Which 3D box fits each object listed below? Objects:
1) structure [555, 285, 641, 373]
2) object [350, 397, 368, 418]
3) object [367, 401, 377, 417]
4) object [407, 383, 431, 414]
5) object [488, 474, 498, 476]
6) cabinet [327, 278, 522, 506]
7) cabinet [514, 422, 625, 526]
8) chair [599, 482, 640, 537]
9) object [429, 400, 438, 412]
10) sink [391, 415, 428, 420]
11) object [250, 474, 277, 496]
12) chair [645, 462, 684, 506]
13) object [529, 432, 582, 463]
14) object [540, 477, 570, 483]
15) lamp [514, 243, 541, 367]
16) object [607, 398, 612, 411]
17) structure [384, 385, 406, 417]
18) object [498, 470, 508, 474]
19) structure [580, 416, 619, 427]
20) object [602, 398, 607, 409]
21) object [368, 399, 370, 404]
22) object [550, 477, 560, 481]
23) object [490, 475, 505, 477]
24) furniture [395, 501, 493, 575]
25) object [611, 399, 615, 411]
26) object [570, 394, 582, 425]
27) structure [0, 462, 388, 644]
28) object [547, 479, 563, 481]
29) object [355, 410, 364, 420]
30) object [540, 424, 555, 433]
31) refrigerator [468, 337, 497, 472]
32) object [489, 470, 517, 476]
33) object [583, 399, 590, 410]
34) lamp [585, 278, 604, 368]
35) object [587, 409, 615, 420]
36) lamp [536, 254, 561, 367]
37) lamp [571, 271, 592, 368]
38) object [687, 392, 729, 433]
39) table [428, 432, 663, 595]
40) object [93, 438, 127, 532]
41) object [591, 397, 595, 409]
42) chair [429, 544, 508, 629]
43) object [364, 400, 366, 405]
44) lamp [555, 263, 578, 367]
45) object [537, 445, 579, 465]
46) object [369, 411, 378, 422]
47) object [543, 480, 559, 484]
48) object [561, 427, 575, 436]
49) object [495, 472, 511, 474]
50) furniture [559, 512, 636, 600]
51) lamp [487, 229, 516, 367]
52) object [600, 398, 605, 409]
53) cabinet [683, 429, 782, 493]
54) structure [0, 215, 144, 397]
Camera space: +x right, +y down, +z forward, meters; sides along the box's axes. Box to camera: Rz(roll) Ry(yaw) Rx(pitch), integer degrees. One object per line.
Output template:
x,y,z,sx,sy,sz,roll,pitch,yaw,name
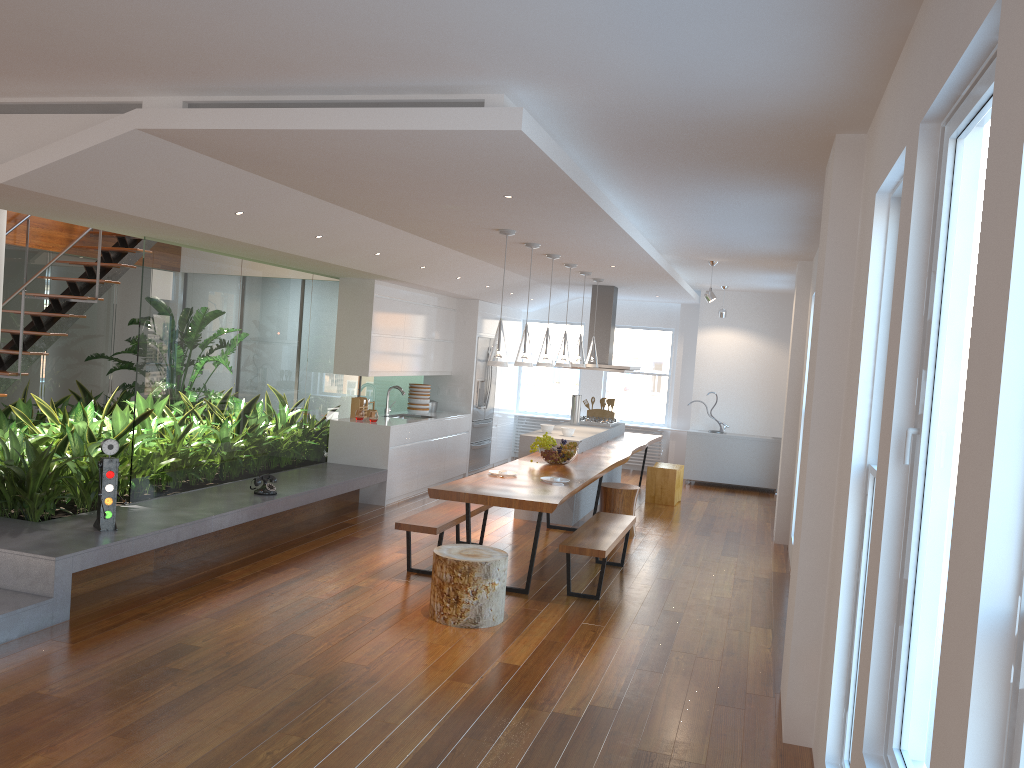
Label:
1.121,-0.872,10.893,0.909,1.405,0.900,5,2,16,structure
-1.650,0.255,9.575,0.104,0.222,0.200,5,2,16,object
-1.570,0.278,9.811,0.100,0.170,0.173,5,2,18,object
-1.131,0.182,10.777,0.267,0.356,0.266,6,3,42,object
-0.110,0.695,6.715,0.164,0.006,0.017,5,2,21,object
-0.886,0.044,11.172,0.676,2.280,4.565,5,2,16,cabinet
0.738,0.918,10.105,0.597,0.832,2.936,5,2,16,cabinet
1.002,1.196,8.448,0.396,0.455,0.402,4,2,6,chair
-1.063,0.255,11.160,0.284,0.196,0.265,3,3,-32,object
-1.182,0.494,10.190,0.449,0.192,0.666,5,2,16,sink
-1.985,0.799,7.087,0.216,0.155,0.181,4,2,-19,object
1.811,1.183,10.520,0.344,0.430,0.549,5,2,20,chair
0.378,0.559,7.707,0.394,0.284,0.292,3,2,-20,object
0.321,0.722,6.647,0.222,0.020,0.222,5,2,8,object
0.133,-0.670,7.159,0.160,1.060,0.160,6,3,43,lamp
1.239,0.332,11.364,0.068,0.298,0.039,5,2,16,object
-1.346,0.282,10.263,0.248,0.536,0.115,5,2,16,structure
-0.069,0.681,6.808,0.070,0.030,0.079,3,2,-21,object
1.027,0.454,10.971,0.520,0.073,0.650,5,2,16,structure
1.177,0.326,11.379,0.057,0.299,0.019,5,2,16,object
-1.583,0.261,9.763,0.040,0.192,0.042,3,3,-36,object
0.322,0.716,6.647,0.070,0.030,0.079,3,3,-31,object
-0.120,0.691,6.683,0.149,0.014,0.044,5,2,15,object
-0.492,1.173,6.924,0.316,0.389,1.433,5,2,16,furniture
1.280,0.335,11.371,0.057,0.294,0.030,5,2,16,object
0.774,0.308,10.565,0.172,0.356,0.120,3,2,-26,object
-3.332,0.961,7.294,3.088,0.386,5.584,5,2,16,structure
0.321,0.727,6.648,0.124,0.011,0.124,4,2,-2,object
-1.593,0.325,9.278,0.094,0.106,0.094,5,2,22,object
0.364,0.467,9.211,0.152,0.082,0.152,3,3,-35,object
-0.645,0.251,11.879,0.725,1.772,0.908,5,2,16,refrigerator
-0.069,0.687,6.809,0.222,0.020,0.222,3,3,-34,object
0.999,0.327,11.449,0.199,0.259,0.016,5,2,26,object
0.931,-0.717,9.938,0.160,1.060,0.160,6,3,43,lamp
1.141,0.401,11.401,0.353,0.157,0.084,5,2,16,object
0.332,-0.682,7.853,0.160,1.060,0.160,6,3,43,lamp
0.732,-0.706,9.243,0.160,1.060,0.160,6,3,43,lamp
2.728,0.384,12.238,0.590,0.563,0.210,4,2,-13,object
0.668,1.032,8.674,0.893,0.704,5.996,5,2,16,table
-2.459,0.625,5.435,0.134,0.565,0.318,3,3,-38,object
1.036,0.312,11.441,0.055,0.299,0.027,5,2,16,object
-0.267,1.236,5.467,0.460,0.400,0.460,5,2,26,chair
-1.604,0.265,9.598,0.040,0.192,0.042,3,2,-24,object
0.532,-0.694,8.548,0.160,1.060,0.160,6,3,43,lamp
0.394,0.624,7.689,0.360,0.159,0.360,3,2,-21,object
-1.432,0.341,9.183,0.094,0.106,0.094,5,2,22,object
0.305,0.724,6.542,0.158,0.017,0.019,5,2,11,object
0.569,0.489,9.023,0.152,0.082,0.152,3,2,-23,object
-0.070,0.691,6.809,0.124,0.011,0.124,6,3,37,object
0.651,1.271,6.597,0.316,0.389,1.433,5,2,16,furniture
-0.067,-0.659,6.464,0.160,1.060,0.160,6,3,43,lamp
1.150,0.323,11.408,0.061,0.299,0.040,5,2,13,object
3.060,1.057,12.199,1.309,0.725,0.420,5,2,16,cabinet
-3.197,-1.146,7.909,2.552,4.265,4.591,5,2,16,structure
